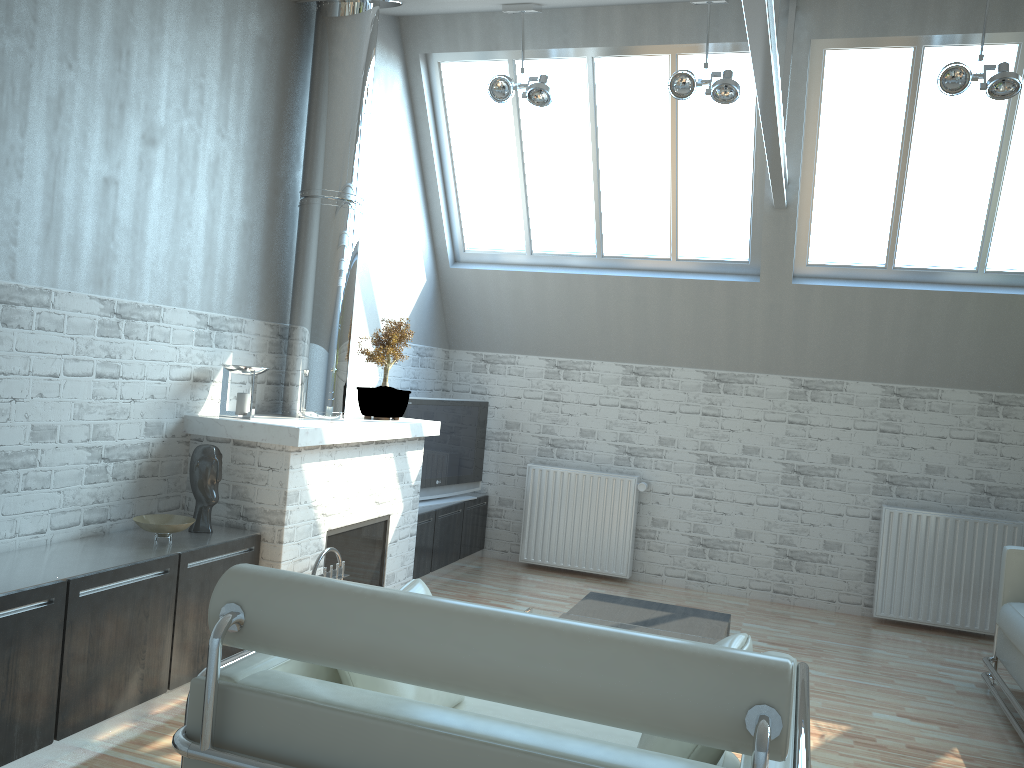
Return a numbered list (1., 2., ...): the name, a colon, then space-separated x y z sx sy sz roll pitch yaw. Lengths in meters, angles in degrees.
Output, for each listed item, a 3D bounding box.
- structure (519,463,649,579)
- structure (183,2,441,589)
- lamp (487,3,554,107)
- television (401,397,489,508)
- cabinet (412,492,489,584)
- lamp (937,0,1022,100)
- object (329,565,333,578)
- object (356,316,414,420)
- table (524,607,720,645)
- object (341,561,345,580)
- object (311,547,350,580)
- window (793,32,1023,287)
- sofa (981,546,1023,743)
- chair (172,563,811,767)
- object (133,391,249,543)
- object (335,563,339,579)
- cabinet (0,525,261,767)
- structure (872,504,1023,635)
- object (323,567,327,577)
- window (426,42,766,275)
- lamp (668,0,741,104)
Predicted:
1. structure: 1.106 2.087 13.608 1.892 1.524 0.508 5 0 18
2. structure: -1.922 -0.912 9.837 1.309 7.180 3.302 5 0 18
3. lamp: 0.109 -4.016 10.742 0.808 1.172 0.619 5 0 22
4. television: -1.152 0.959 12.964 0.592 1.514 2.577 5 0 28
5. cabinet: -1.351 2.213 12.905 0.908 1.016 3.234 5 0 18
6. lamp: 4.871 -3.591 9.158 0.808 1.172 0.618 5 0 22
7. object: -1.703 2.203 8.473 0.145 0.932 0.065 5 0 0
8. object: -1.562 -0.214 10.588 0.572 1.265 1.115 5 0 22
9. table: 0.776 2.482 7.166 1.726 0.867 1.015 5 0 18
10. object: -1.688 2.173 8.691 0.155 0.873 0.026 5 0 20
11. object: -1.816 2.138 8.566 0.412 1.124 0.584 5 0 18
12. window: 5.986 -2.703 10.861 4.651 2.787 1.897 5 0 18
13. sofa: 5.564 2.354 7.244 2.199 1.999 4.866 5 0 18
14. chair: 0.060 1.887 4.235 2.507 2.001 2.201 5 0 18
15. object: -0.735 1.522 7.356 4.859 2.558 1.528 5 0 17
16. object: -1.723 2.162 8.583 0.025 0.855 0.025 5 0 41
17. cabinet: -3.531 1.930 6.238 0.914 1.270 4.572 5 0 18
18. structure: 5.962 2.520 11.992 1.892 1.524 0.508 5 0 18
19. object: -1.743 2.192 8.336 0.146 0.916 0.131 5 0 19
20. window: 1.183 -3.131 12.459 4.651 2.787 1.897 5 0 18
21. lamp: 2.199 -3.829 10.047 0.808 1.172 0.619 5 0 22
